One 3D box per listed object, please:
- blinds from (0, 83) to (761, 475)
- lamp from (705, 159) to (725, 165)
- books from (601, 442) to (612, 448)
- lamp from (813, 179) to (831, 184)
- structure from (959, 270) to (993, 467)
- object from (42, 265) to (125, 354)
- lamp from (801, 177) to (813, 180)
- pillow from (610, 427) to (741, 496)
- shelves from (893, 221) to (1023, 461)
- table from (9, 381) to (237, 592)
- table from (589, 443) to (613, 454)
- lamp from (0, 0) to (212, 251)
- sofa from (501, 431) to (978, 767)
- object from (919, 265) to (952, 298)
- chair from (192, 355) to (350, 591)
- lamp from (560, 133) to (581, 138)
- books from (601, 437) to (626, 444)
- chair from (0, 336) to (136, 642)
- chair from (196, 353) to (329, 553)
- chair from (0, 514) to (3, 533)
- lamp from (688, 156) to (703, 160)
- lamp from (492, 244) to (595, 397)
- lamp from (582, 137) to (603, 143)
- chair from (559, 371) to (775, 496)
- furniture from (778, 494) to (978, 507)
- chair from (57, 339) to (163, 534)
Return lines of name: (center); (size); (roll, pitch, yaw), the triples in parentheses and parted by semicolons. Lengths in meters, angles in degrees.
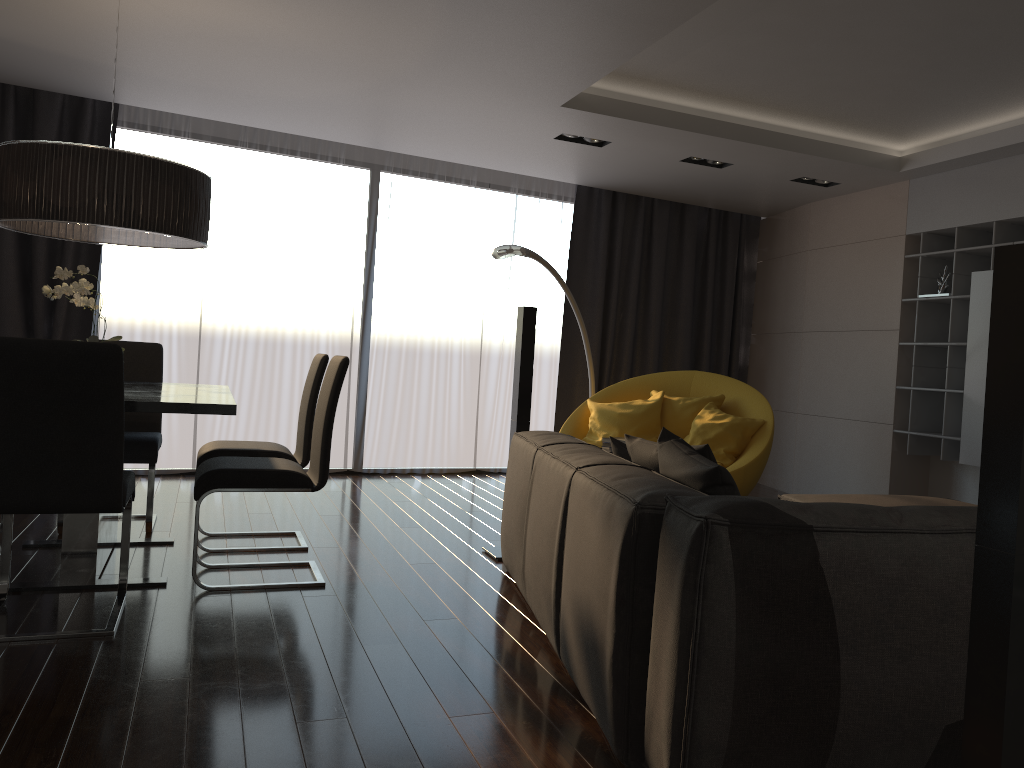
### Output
blinds: (-1.154, -0.700, 6.825); (7.858, 2.893, 0.713); (3, 1, -30)
lamp: (1.485, -1.630, 6.357); (0.180, 0.077, 0.173); (3, 1, -9)
books: (0.620, 0.332, 4.732); (0.222, 0.023, 0.170); (4, 2, 28)
lamp: (2.407, -1.582, 6.758); (0.180, 0.077, 0.173); (3, 1, -9)
structure: (3.596, 0.204, 4.621); (0.499, 1.766, 2.776); (3, 1, -19)
object: (-1.795, -0.233, 3.687); (0.324, 0.501, 0.550); (3, 1, -24)
lamp: (2.235, -1.591, 6.683); (0.178, 0.077, 0.176); (4, 1, -2)
pillow: (1.099, 0.380, 2.762); (2.006, 0.431, 1.105); (4, 2, 30)
shelves: (3.318, -0.244, 5.659); (0.394, 1.600, 1.849); (3, 1, -19)
table: (-1.799, 0.396, 3.807); (1.081, 0.760, 1.541); (3, 1, -21)
table: (0.573, 0.622, 4.721); (0.625, 0.563, 0.433); (3, 1, -22)
lamp: (-1.711, -1.182, 3.775); (0.804, 1.102, 0.805); (4, 1, 3)
sofa: (1.466, 0.641, 3.337); (2.802, 0.703, 2.427); (3, 1, -12)
object: (3.091, -0.718, 6.213); (0.296, 0.227, 0.273); (3, 1, -21)
chair: (-1.038, 0.343, 3.761); (0.595, 0.964, 0.411); (3, 1, -22)
lamp: (0.392, -1.687, 5.881); (0.185, 0.077, 0.169); (3, 1, -26)
books: (0.609, 0.308, 4.738); (0.194, 0.022, 0.163); (5, 2, 45)
chair: (-1.554, 0.329, 3.030); (0.444, 0.964, 0.550); (3, 1, -21)
chair: (-1.257, 0.313, 4.398); (0.595, 0.964, 0.411); (3, 1, -22)
chair: (-2.555, 0.245, 3.834); (0.595, 0.964, 0.411); (3, 1, -22)
lamp: (1.313, -1.639, 6.282); (0.178, 0.077, 0.176); (4, 1, -2)
lamp: (1.337, -0.010, 7.475); (4.472, 1.779, 0.550); (2, 1, -42)
lamp: (0.564, -1.678, 5.956); (0.180, 0.077, 0.173); (3, 1, -9)
chair: (1.062, 0.396, 6.096); (1.443, 1.005, 1.193); (4, 1, 35)
furniture: (1.980, 0.780, 4.246); (1.120, 0.439, 1.072); (3, 1, -12)
chair: (-2.066, 0.257, 4.587); (0.444, 0.964, 0.550); (3, 1, -21)
